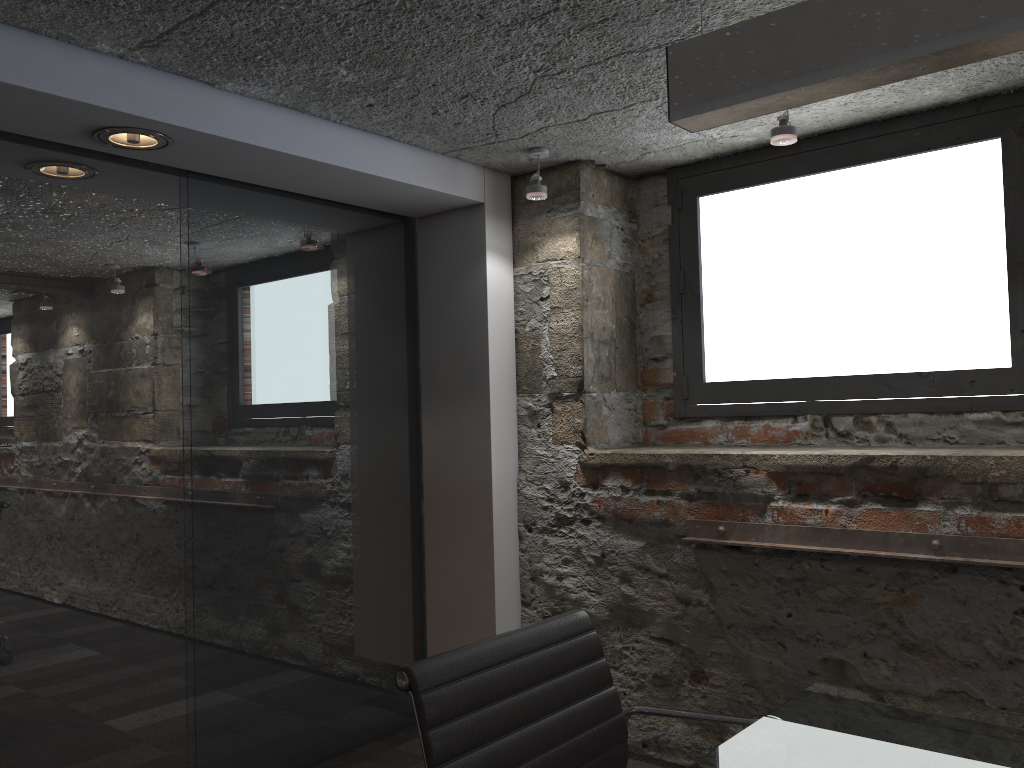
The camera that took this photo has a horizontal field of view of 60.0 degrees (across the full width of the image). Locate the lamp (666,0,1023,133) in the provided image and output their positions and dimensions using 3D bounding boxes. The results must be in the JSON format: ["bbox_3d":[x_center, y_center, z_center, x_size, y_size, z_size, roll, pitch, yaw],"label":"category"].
[{"bbox_3d":[1.455,-0.710,0.316,3.159,0.524,0.073,-3,-3,40],"label":"lamp"}]

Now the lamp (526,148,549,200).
[{"bbox_3d":[0.091,-0.750,3.175,0.077,0.165,0.098,-1,-2,-17],"label":"lamp"}]

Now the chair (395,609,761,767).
[{"bbox_3d":[0.208,0.832,1.323,0.667,0.837,0.693,-3,-2,30],"label":"chair"}]

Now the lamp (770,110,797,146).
[{"bbox_3d":[0.797,-0.790,2.586,0.077,0.165,0.098,-1,-2,-17],"label":"lamp"}]

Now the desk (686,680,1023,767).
[{"bbox_3d":[1.495,0.823,0.258,3.154,0.711,0.909,-3,-3,40],"label":"desk"}]
